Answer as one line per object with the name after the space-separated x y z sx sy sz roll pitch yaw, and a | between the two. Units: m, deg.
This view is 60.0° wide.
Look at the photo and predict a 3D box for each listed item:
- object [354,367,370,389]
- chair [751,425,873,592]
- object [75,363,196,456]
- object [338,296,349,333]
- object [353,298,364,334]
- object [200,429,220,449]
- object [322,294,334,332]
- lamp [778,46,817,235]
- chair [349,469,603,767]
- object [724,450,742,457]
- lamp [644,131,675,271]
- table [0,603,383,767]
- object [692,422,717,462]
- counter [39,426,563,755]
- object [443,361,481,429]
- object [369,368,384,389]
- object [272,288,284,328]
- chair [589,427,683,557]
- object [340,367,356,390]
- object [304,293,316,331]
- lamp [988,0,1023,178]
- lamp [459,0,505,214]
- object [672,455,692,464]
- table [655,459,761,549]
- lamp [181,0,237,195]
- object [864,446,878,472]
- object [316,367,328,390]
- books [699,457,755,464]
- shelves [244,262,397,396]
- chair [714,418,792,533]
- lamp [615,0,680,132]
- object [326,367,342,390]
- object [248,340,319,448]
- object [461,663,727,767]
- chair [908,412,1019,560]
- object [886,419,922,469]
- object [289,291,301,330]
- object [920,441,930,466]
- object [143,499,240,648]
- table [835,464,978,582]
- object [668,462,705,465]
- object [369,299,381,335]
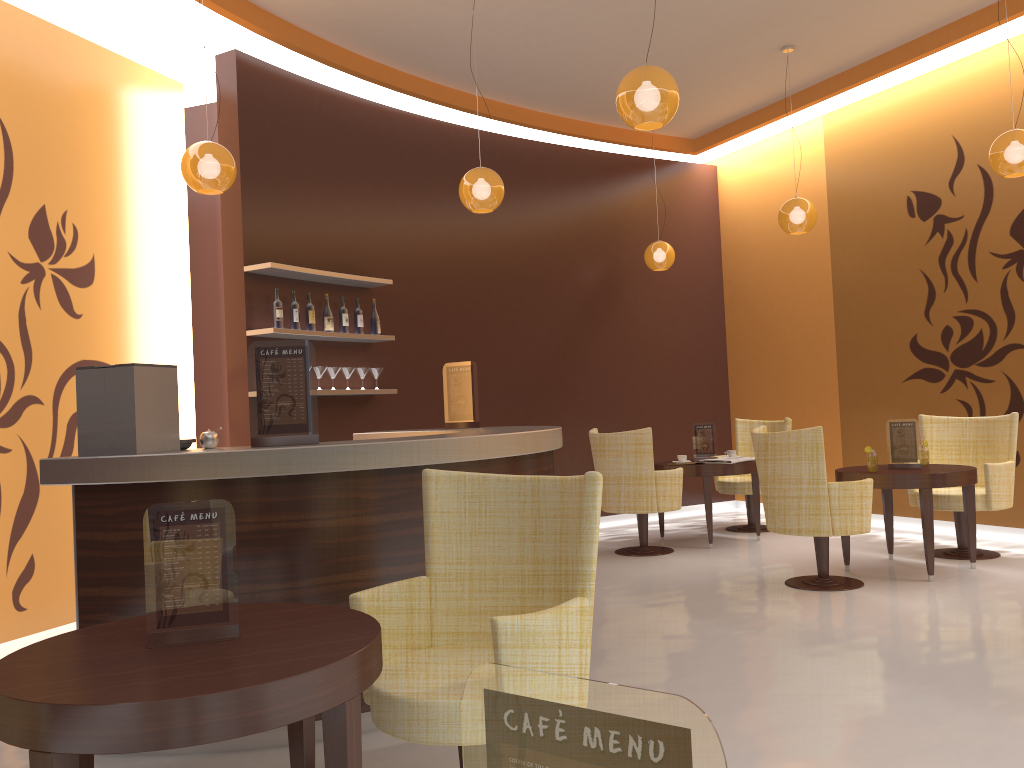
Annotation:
-1.165 -0.037 6.905 0.137 0.174 0.137 -3 -2 -3 | object
1.918 0.768 5.658 0.685 1.017 0.729 -2 -2 -11 | chair
-1.476 0.101 3.521 0.270 0.340 0.373 -3 -2 17 | object
-1.287 -0.519 6.768 0.073 0.297 0.073 -3 -2 10 | object
-1.196 -0.519 6.897 0.073 0.297 0.073 -3 -2 10 | object
-1.234 0.224 3.617 0.075 0.077 0.075 -4 -2 31 | object
-1.383 -0.523 6.640 0.086 0.303 0.086 -1 -2 -44 | object
2.250 -1.950 7.096 0.299 1.500 0.299 -3 -2 15 | lamp
-0.086 0.770 2.583 0.729 1.017 0.685 -4 -2 40 | chair
1.939 0.622 7.817 0.153 0.069 0.153 -1 -2 -44 | object
1.414 -1.863 8.687 0.299 1.500 0.299 -2 -2 -28 | lamp
-0.735 0.955 2.100 0.872 0.679 0.874 -3 -2 19 | table
1.672 0.503 7.695 0.209 0.335 0.042 -3 -2 -5 | object
-0.537 0.805 4.421 1.586 1.100 2.917 -3 -2 17 | counter
-0.319 0.070 5.525 0.258 0.414 0.052 -4 -2 31 | object
-1.075 -0.037 7.032 0.137 0.174 0.137 -4 -2 37 | object
-1.638 -0.520 6.194 0.073 0.297 0.073 -3 -2 10 | object
1.012 0.857 7.199 0.685 1.017 0.729 -2 -2 -31 | chair
-1.257 -0.037 6.777 0.137 0.174 0.137 -4 -2 37 | object
-1.478 -0.519 6.479 0.073 0.297 0.073 -2 -2 -30 | object
3.085 -2.038 5.504 0.299 1.500 0.299 -3 -2 -3 | lamp
-0.227 -1.873 5.791 0.299 1.500 0.299 -2 -2 -10 | lamp
1.431 0.635 7.467 0.153 0.069 0.153 -3 -2 -1 | object
1.686 1.008 7.631 0.872 0.679 0.874 -3 -2 9 | table
-1.730 -1.826 4.999 0.299 1.500 0.299 -2 -2 -10 | lamp
2.379 0.496 5.857 0.067 0.171 0.072 -4 -2 45 | object
-1.420 -0.036 6.526 0.137 0.174 0.137 -4 -2 37 | object
1.800 0.639 7.416 0.367 0.035 0.345 -1 -2 -38 | books
-1.966 -0.389 4.959 0.586 0.902 4.744 -3 -2 19 | shelves
2.239 0.830 8.222 0.685 1.017 0.729 -2 -2 -28 | chair
0.609 -1.960 4.199 0.299 1.500 0.299 -4 -2 40 | lamp
-1.343 -0.036 6.651 0.137 0.174 0.137 -4 -2 37 | object
-0.897 0.035 3.481 0.258 0.414 0.052 -2 -2 -14 | object
0.052 0.365 0.590 0.209 0.335 0.042 -4 -2 37 | object
3.292 0.728 6.477 0.685 1.017 0.729 -1 -2 -40 | chair
2.191 0.452 6.845 0.187 0.335 2.090 -2 -2 -31 | object
-1.555 -0.519 6.344 0.073 0.297 0.073 -3 -2 10 | object
2.877 0.483 6.192 0.067 0.171 0.072 -3 -2 20 | object
-0.769 0.450 2.128 0.209 0.335 0.042 -2 -2 -14 | object
2.666 0.912 5.989 0.872 0.679 0.874 -3 -2 4 | table
1.417 0.664 7.455 0.239 0.021 0.464 -2 -2 -14 | object
-1.091 -0.525 7.039 0.086 0.303 0.086 -2 -2 -14 | object
